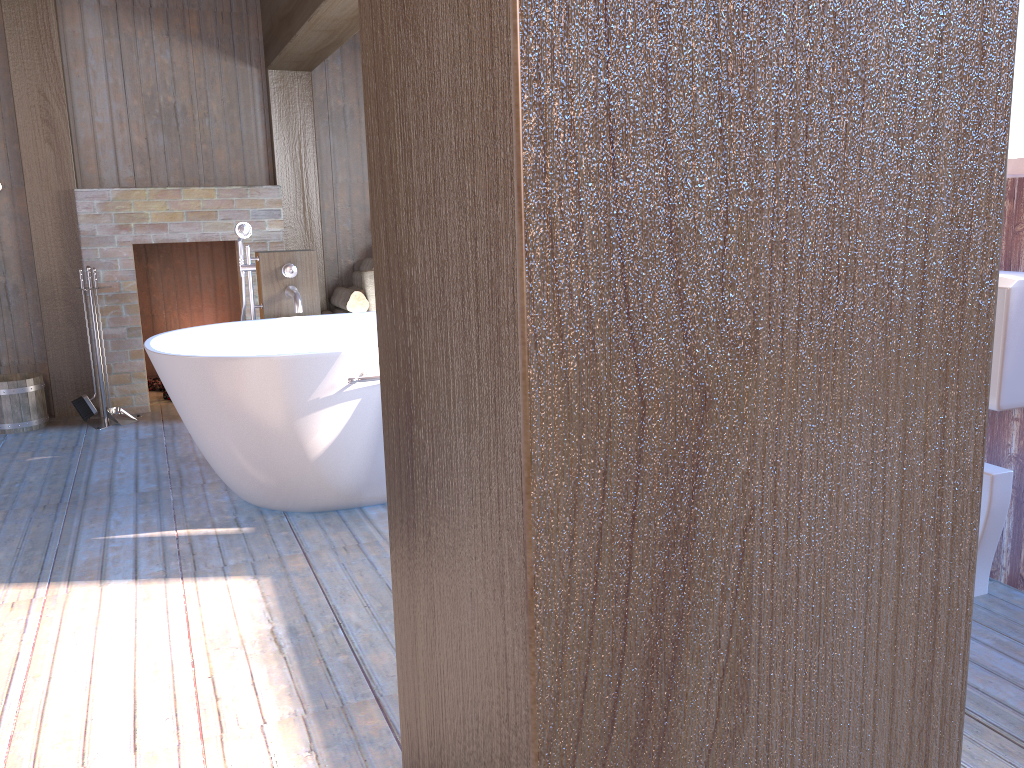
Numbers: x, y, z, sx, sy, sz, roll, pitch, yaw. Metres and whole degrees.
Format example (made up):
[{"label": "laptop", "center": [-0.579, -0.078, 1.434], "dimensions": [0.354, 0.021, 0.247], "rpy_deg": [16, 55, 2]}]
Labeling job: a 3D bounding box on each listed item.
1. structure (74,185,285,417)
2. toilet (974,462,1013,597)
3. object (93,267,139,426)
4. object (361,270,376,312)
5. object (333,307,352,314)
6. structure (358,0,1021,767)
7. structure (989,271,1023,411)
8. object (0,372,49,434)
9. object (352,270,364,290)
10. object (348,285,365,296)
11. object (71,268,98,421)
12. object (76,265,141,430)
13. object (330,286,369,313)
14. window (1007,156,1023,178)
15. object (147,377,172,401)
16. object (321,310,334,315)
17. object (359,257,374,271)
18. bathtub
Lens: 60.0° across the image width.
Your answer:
[{"label": "structure", "center": [-1.933, -0.508, 5.346], "dimensions": [1.130, 1.330, 0.226], "rpy_deg": [-6, 12, -22]}, {"label": "toilet", "center": [1.064, 0.414, 2.522], "dimensions": [0.534, 0.400, 0.375], "rpy_deg": [-6, 12, -21]}, {"label": "object", "center": [-2.250, -0.210, 4.933], "dimensions": [0.206, 0.871, 0.126], "rpy_deg": [3, 12, 20]}, {"label": "object", "center": [-0.838, -0.549, 5.415], "dimensions": [0.147, 0.298, 0.109], "rpy_deg": [-5, 12, -19]}, {"label": "object", "center": [-1.018, -0.398, 5.554], "dimensions": [0.137, 0.133, 0.437], "rpy_deg": [-6, 12, -23]}, {"label": "structure", "center": [0.072, -0.095, 0.602], "dimensions": [0.328, 2.209, 0.522], "rpy_deg": [-2, 11, -1]}, {"label": "structure", "center": [1.306, -0.136, 2.517], "dimensions": [0.182, 0.363, 0.358], "rpy_deg": [-6, 12, -21]}, {"label": "object", "center": [-2.760, 0.105, 4.931], "dimensions": [0.309, 0.290, 0.308], "rpy_deg": [-4, 11, -12]}, {"label": "object", "center": [-0.938, -0.663, 5.661], "dimensions": [0.108, 0.113, 0.302], "rpy_deg": [-6, 12, -21]}, {"label": "object", "center": [-0.973, -0.577, 5.659], "dimensions": [0.099, 0.093, 0.280], "rpy_deg": [-6, 12, -21]}, {"label": "object", "center": [-2.391, -0.210, 4.887], "dimensions": [0.136, 0.846, 0.062], "rpy_deg": [-11, 14, -40]}, {"label": "object", "center": [-2.345, -0.216, 4.962], "dimensions": [0.276, 0.888, 0.333], "rpy_deg": [2, 12, 19]}, {"label": "object", "center": [-1.021, -0.528, 5.541], "dimensions": [0.139, 0.137, 0.455], "rpy_deg": [-6, 12, -23]}, {"label": "window", "center": [1.610, -0.796, 2.054], "dimensions": [0.054, 0.587, 1.255], "rpy_deg": [-6, 12, -21]}, {"label": "object", "center": [-2.070, -0.021, 6.089], "dimensions": [0.829, 0.085, 0.935], "rpy_deg": [-11, 14, -39]}, {"label": "object", "center": [-1.131, -0.401, 5.564], "dimensions": [0.101, 0.103, 0.242], "rpy_deg": [-6, 12, -21]}, {"label": "object", "center": [-0.870, -0.739, 5.600], "dimensions": [0.114, 0.113, 0.301], "rpy_deg": [-7, 12, -24]}, {"label": "bathtub", "center": [-0.494, -0.138, 3.743], "dimensions": [1.935, 1.109, 1.460], "rpy_deg": [-2, 11, 0]}]
